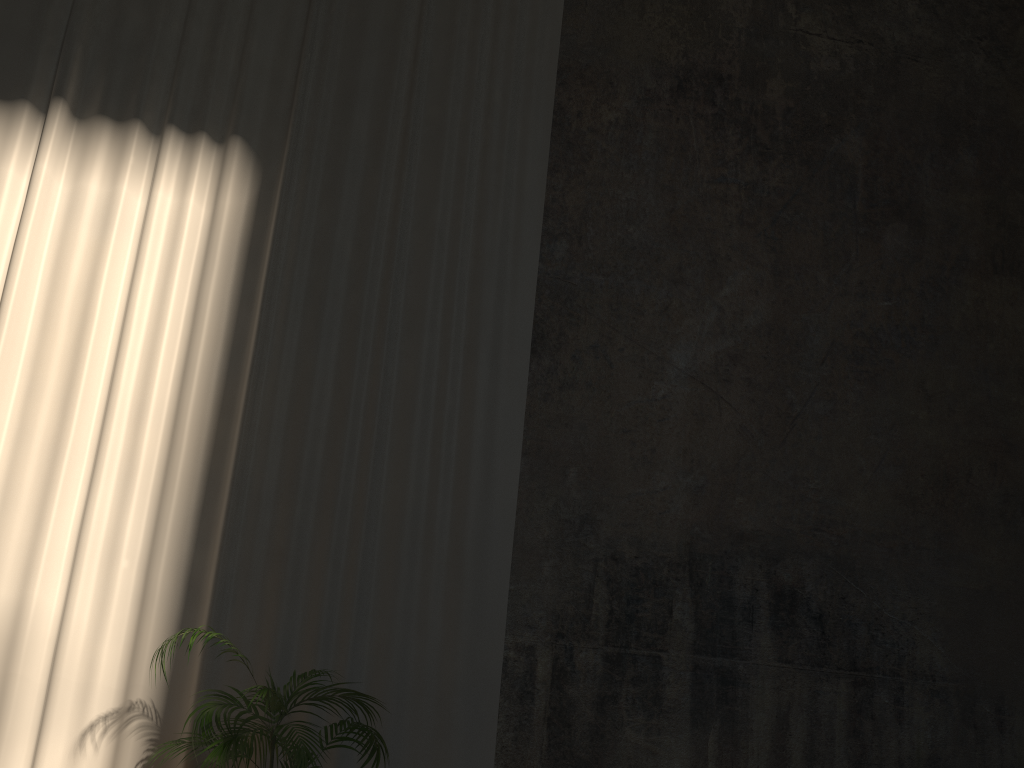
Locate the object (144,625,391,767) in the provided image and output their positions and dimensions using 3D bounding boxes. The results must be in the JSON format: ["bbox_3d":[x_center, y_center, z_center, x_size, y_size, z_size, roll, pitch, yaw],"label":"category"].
[{"bbox_3d":[-1.118,1.863,3.938,1.135,1.408,1.123,10,-17,-15],"label":"object"}]

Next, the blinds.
[{"bbox_3d":[-3.610,-1.720,5.115,7.836,8.368,0.283,8,-14,-6],"label":"blinds"}]
